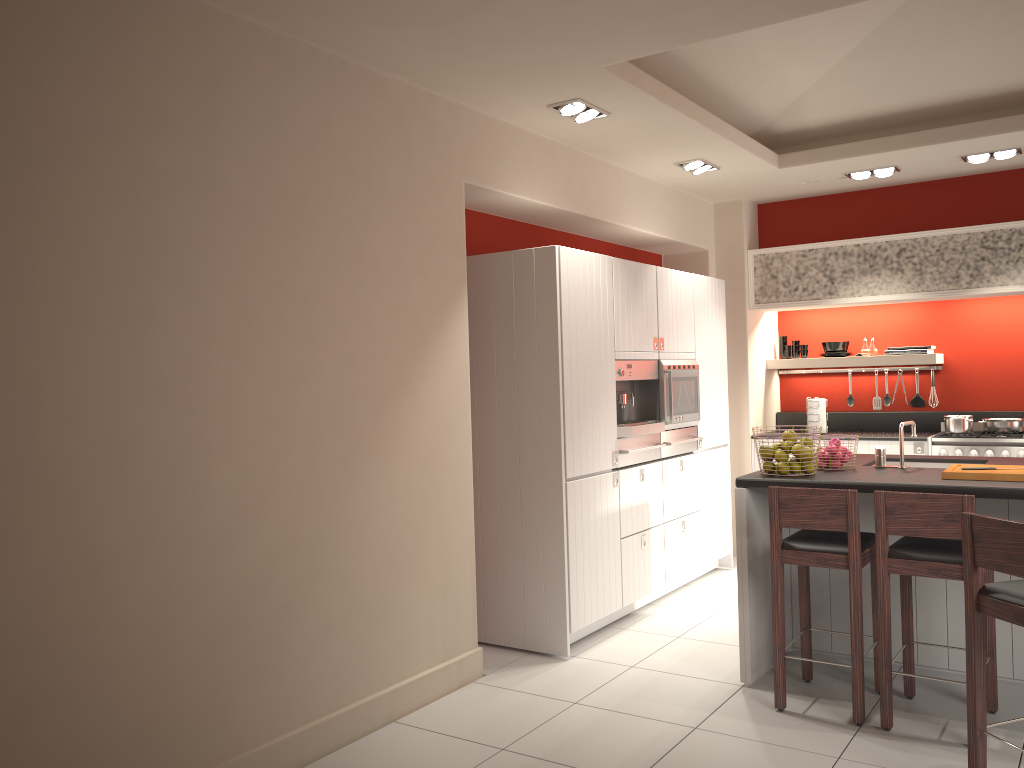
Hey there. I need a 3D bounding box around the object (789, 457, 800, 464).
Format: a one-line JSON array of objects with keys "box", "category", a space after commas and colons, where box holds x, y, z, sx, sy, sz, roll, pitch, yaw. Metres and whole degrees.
[{"box": [1.441, 0.403, 4.473, 0.084, 0.079, 0.086, -2, 0, -11], "category": "object"}]

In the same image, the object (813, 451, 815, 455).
[{"box": [1.488, 0.352, 4.451, 0.057, 0.057, 0.055, -2, 0, 26], "category": "object"}]

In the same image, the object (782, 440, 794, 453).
[{"box": [1.375, 0.311, 4.412, 0.062, 0.061, 0.057, -2, 0, -41], "category": "object"}]

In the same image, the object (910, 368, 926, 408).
[{"box": [3.407, 0.034, 7.449, 0.123, 0.331, 0.040, -2, 0, 34], "category": "object"}]

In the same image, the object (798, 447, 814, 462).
[{"box": [1.456, 0.351, 4.401, 0.082, 0.082, 0.082, -2, 0, 1], "category": "object"}]

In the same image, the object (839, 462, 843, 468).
[{"box": [1.709, 0.420, 4.637, 0.040, 0.039, 0.039, -2, 0, -7], "category": "object"}]

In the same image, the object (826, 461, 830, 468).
[{"box": [1.657, 0.416, 4.655, 0.050, 0.049, 0.049, -2, 0, 0], "category": "object"}]

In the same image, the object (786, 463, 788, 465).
[{"box": [1.369, 0.420, 4.471, 0.055, 0.054, 0.053, -2, 0, 38], "category": "object"}]

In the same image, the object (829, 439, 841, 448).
[{"box": [1.684, 0.311, 4.624, 0.056, 0.058, 0.056, -2, 0, -11], "category": "object"}]

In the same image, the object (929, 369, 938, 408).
[{"box": [3.497, 0.037, 7.366, 0.069, 0.328, 0.069, -2, 0, 12], "category": "object"}]

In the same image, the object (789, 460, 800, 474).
[{"box": [1.403, 0.412, 4.404, 0.068, 0.068, 0.068, -2, 0, -45], "category": "object"}]

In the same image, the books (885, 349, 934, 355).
[{"box": [3.273, -0.262, 7.308, 0.331, 0.042, 0.207, -1, 0, 39], "category": "books"}]

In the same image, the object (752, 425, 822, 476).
[{"box": [1.379, 0.332, 4.447, 0.341, 0.232, 0.341, -2, 0, -23], "category": "object"}]

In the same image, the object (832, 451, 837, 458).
[{"box": [1.692, 0.376, 4.680, 0.055, 0.056, 0.055, -2, 0, 44], "category": "object"}]

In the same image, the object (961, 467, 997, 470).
[{"box": [2.229, 0.388, 4.090, 0.302, 0.010, 0.035, -2, 0, 4], "category": "object"}]

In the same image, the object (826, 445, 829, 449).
[{"box": [1.672, 0.342, 4.663, 0.041, 0.044, 0.045, -2, 0, 4], "category": "object"}]

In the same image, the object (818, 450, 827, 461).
[{"box": [1.626, 0.374, 4.628, 0.060, 0.059, 0.059, -2, 0, -44], "category": "object"}]

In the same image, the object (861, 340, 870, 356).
[{"box": [2.986, -0.302, 7.490, 0.076, 0.131, 0.076, -2, 0, -14], "category": "object"}]

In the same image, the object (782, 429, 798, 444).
[{"box": [1.399, 0.268, 4.463, 0.078, 0.080, 0.078, -2, 0, 34], "category": "object"}]

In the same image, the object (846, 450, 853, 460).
[{"box": [1.761, 0.374, 4.657, 0.055, 0.056, 0.055, -2, 0, 44], "category": "object"}]

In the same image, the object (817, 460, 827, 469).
[{"box": [1.618, 0.417, 4.631, 0.050, 0.049, 0.049, -2, 0, 0], "category": "object"}]

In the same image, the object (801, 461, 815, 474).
[{"box": [1.464, 0.410, 4.390, 0.068, 0.068, 0.068, -2, 0, -45], "category": "object"}]

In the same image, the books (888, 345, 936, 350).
[{"box": [3.297, -0.297, 7.316, 0.332, 0.026, 0.207, -1, 0, 35], "category": "books"}]

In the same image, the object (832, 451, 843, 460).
[{"box": [1.677, 0.371, 4.569, 0.048, 0.046, 0.048, -2, 0, -7], "category": "object"}]

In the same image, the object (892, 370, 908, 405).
[{"box": [3.281, 0.028, 7.513, 0.124, 0.297, 0.009, -2, 0, 34], "category": "object"}]

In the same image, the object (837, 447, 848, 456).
[{"box": [1.712, 0.347, 4.597, 0.056, 0.055, 0.051, -2, 0, -42], "category": "object"}]

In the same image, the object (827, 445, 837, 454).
[{"box": [1.649, 0.337, 4.573, 0.048, 0.046, 0.048, -2, 0, -10], "category": "object"}]

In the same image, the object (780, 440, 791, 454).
[{"box": [1.401, 0.318, 4.516, 0.078, 0.076, 0.071, -2, 0, 3], "category": "object"}]

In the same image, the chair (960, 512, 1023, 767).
[{"box": [1.900, 0.956, 3.055, 0.474, 1.008, 0.383, -2, 0, -15], "category": "chair"}]

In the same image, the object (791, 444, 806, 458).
[{"box": [1.408, 0.328, 4.361, 0.067, 0.068, 0.067, -2, 0, -4], "category": "object"}]

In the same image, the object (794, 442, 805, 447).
[{"box": [1.440, 0.318, 4.447, 0.056, 0.054, 0.057, -2, 0, 5], "category": "object"}]

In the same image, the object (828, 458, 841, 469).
[{"box": [1.673, 0.410, 4.599, 0.062, 0.057, 0.061, -2, 0, 34], "category": "object"}]

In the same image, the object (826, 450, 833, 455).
[{"box": [1.657, 0.349, 4.612, 0.041, 0.039, 0.041, -2, 0, -40], "category": "object"}]

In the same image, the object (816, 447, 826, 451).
[{"box": [1.629, 0.356, 4.673, 0.049, 0.049, 0.048, -2, 0, 41], "category": "object"}]

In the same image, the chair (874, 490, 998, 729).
[{"box": [1.853, 0.952, 3.863, 0.383, 1.008, 0.474, -2, 0, 36], "category": "chair"}]

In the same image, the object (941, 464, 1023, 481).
[{"box": [2.306, 0.408, 4.066, 0.570, 0.033, 0.372, -1, 0, 32], "category": "object"}]

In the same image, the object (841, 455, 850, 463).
[{"box": [1.729, 0.389, 4.608, 0.046, 0.043, 0.046, -2, 0, -16], "category": "object"}]

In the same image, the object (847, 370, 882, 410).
[{"box": [3.041, 0.052, 7.670, 0.287, 0.351, 0.022, -2, 0, 35], "category": "object"}]

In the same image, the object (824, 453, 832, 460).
[{"box": [1.635, 0.375, 4.586, 0.041, 0.041, 0.040, -2, 0, -19], "category": "object"}]

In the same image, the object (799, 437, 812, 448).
[{"box": [1.485, 0.299, 4.479, 0.067, 0.064, 0.067, -2, 0, 35], "category": "object"}]

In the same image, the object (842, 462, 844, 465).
[{"box": [1.734, 0.413, 4.694, 0.050, 0.049, 0.049, -2, 0, 0], "category": "object"}]

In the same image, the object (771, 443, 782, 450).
[{"box": [1.335, 0.330, 4.481, 0.062, 0.061, 0.057, -2, 0, -41], "category": "object"}]

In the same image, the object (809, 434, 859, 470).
[{"box": [1.688, 0.356, 4.644, 0.248, 0.168, 0.248, -2, 0, 22], "category": "object"}]

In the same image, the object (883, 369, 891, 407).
[{"box": [3.198, 0.034, 7.566, 0.067, 0.323, 0.022, -2, 0, 33], "category": "object"}]

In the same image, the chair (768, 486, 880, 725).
[{"box": [1.471, 0.962, 4.122, 0.383, 1.008, 0.474, -2, 0, 34], "category": "chair"}]
